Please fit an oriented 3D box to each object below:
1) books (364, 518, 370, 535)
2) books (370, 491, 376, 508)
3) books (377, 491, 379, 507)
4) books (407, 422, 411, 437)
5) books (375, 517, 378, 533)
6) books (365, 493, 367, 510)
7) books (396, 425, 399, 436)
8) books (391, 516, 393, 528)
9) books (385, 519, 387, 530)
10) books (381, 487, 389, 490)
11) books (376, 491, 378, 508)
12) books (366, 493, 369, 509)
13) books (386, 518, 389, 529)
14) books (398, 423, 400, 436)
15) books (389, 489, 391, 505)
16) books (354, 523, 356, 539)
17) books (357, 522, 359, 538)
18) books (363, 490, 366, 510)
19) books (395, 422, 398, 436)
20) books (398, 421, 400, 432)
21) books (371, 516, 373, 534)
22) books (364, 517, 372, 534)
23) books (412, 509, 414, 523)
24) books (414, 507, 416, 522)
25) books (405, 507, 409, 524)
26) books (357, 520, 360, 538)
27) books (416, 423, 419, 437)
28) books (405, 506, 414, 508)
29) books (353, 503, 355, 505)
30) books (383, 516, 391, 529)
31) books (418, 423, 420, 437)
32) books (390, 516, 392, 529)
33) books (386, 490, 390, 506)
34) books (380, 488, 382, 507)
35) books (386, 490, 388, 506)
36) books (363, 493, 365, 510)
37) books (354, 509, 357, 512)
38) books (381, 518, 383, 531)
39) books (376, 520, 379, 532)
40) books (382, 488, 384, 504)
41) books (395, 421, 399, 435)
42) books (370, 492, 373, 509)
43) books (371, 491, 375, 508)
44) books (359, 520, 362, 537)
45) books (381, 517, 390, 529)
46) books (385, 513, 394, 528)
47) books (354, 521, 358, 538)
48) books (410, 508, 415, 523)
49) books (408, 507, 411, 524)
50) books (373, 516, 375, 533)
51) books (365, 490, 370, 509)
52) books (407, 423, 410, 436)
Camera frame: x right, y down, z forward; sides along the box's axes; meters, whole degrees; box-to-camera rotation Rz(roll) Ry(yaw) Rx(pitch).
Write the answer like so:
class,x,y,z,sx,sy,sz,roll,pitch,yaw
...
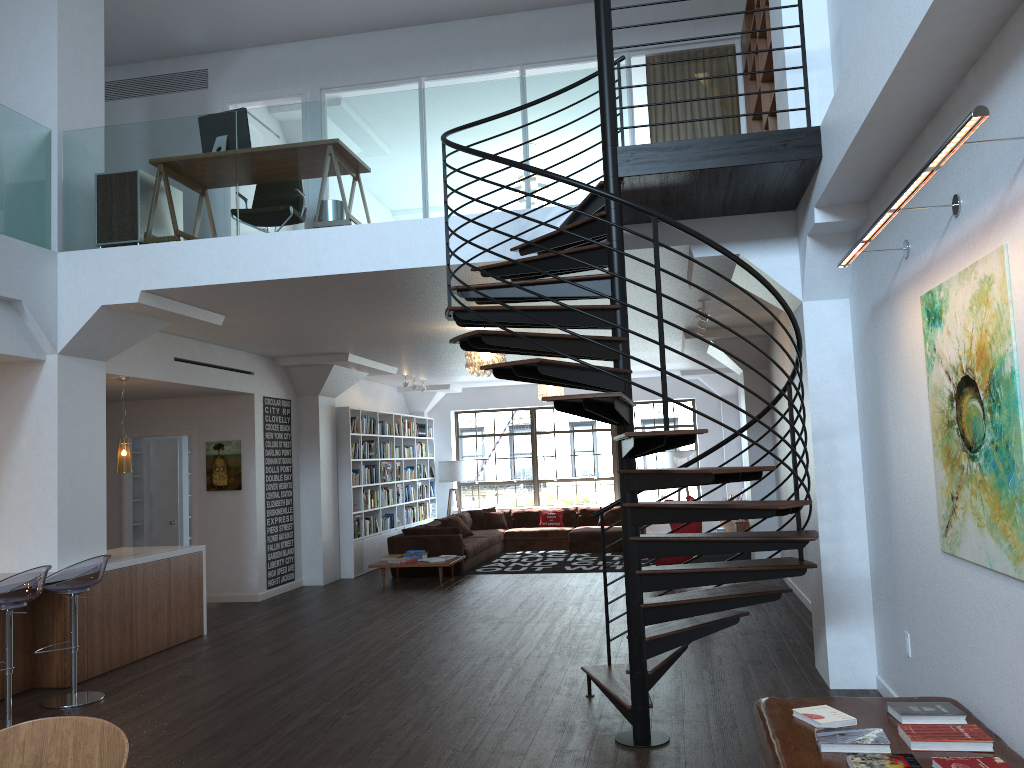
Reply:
class,x,y,z,sx,sy,sz,roll,pitch,yaw
books,-2.219,2.128,13.260,0.183,0.253,0.042,-3,-5,10
books,-2.175,1.774,13.585,0.183,0.253,0.034,-3,-5,10
books,-2.150,1.784,13.719,0.183,0.253,0.034,-3,-5,10
books,-1.871,0.807,15.631,0.183,0.253,0.034,-3,-5,10
books,-2.156,2.163,13.582,0.174,0.236,0.142,-3,-5,10
books,-2.249,1.753,13.221,0.159,0.241,0.038,-3,-5,10
books,-2.000,0.773,14.873,0.161,0.207,0.130,-3,-5,9
books,-2.004,2.239,14.374,0.146,0.202,0.027,-3,-5,10
books,-2.051,2.235,14.079,0.120,0.167,0.020,-3,-5,10
books,-2.058,1.807,14.248,0.176,0.290,0.036,-3,-5,10
books,-2.158,1.784,13.690,0.160,0.250,0.026,-3,-5,10
books,-2.238,1.754,13.267,0.171,0.246,0.057,-3,-5,10
books,-2.036,2.239,14.179,0.126,0.173,0.032,-3,-5,10
books,-1.982,0.773,14.983,0.161,0.223,0.032,-3,-5,10
books,-2.047,1.826,14.293,0.180,0.259,0.060,-3,-5,10
books,-2.316,2.099,12.671,0.161,0.223,0.032,-3,-5,10
books,-2.289,2.108,12.787,0.161,0.223,0.032,-3,-5,10
books,-2.245,1.717,13.132,0.140,0.298,0.044,-3,-5,10
books,-2.018,0.755,14.821,0.174,0.236,0.136,-3,-5,10
books,-1.982,0.762,15.020,0.160,0.251,0.039,-3,-5,10
books,-2.193,2.138,13.410,0.180,0.259,0.042,-3,-5,10
books,-2.198,2.139,13.370,0.160,0.251,0.039,-3,-5,10
books,-1.810,2.306,15.488,0.174,0.240,0.045,-3,-5,10
books,-1.785,2.305,15.608,0.180,0.259,0.060,-3,-5,10
books,-1.870,2.261,15.187,0.198,0.284,0.066,-3,-5,10
books,-2.298,2.096,12.827,0.183,0.253,0.042,-3,-5,10
books,-1.792,0.845,16.141,0.183,0.253,0.042,-3,-5,10
books,-1.796,2.286,15.562,0.176,0.290,0.036,-3,-5,10
books,-2.354,1.728,12.769,0.144,0.025,0.204,-2,-5,0
books,-2.028,2.231,14.268,0.146,0.202,0.027,-3,-5,10
books,-1.779,0.848,16.183,0.183,0.253,0.042,-3,-5,10
books,-2.015,2.233,14.293,0.146,0.202,0.027,-3,-5,10
books,-2.054,1.822,14.210,0.183,0.253,0.034,-3,-5,10
books,-2.131,1.781,13.872,0.198,0.284,0.066,-3,-5,10
books,-2.071,1.826,14.173,0.174,0.240,0.045,-3,-5,10
books,-2.270,1.739,13.083,0.189,0.247,0.057,-3,-5,10
books,-2.348,1.823,12.761,0.197,0.035,0.284,-2,-5,0
books,-2.098,2.205,13.883,0.136,0.196,0.045,-3,-5,10
books,-2.138,2.181,13.635,0.161,0.207,0.135,-3,-5,10
books,-2.104,1.786,13.979,0.176,0.290,0.053,-3,-5,10
books,-1.997,0.757,14.955,0.160,0.251,0.031,-3,-5,10
books,-2.197,1.769,13.471,0.171,0.246,0.057,-3,-5,10
books,-2.185,1.772,13.553,0.183,0.253,0.034,-3,-5,10
books,-2.282,2.103,12.908,0.180,0.251,0.048,-3,-5,10
books,-2.028,2.234,14.235,0.139,0.191,0.036,-3,-5,10
books,-1.994,2.231,14.460,0.140,0.231,0.042,-3,-5,10
books,-2.308,2.094,12.714,0.174,0.240,0.054,-3,-5,10
books,-1.792,2.301,15.525,0.183,0.253,0.034,-3,-5,10
books,-1.842,2.266,15.294,0.176,0.290,0.053,-3,-5,10
books,-2.172,2.147,13.494,0.183,0.253,0.042,-3,-5,10
books,-2.226,1.738,13.350,0.176,0.290,0.053,-3,-5,10
books,-1.884,0.804,15.550,0.171,0.246,0.057,-3,-5,10
